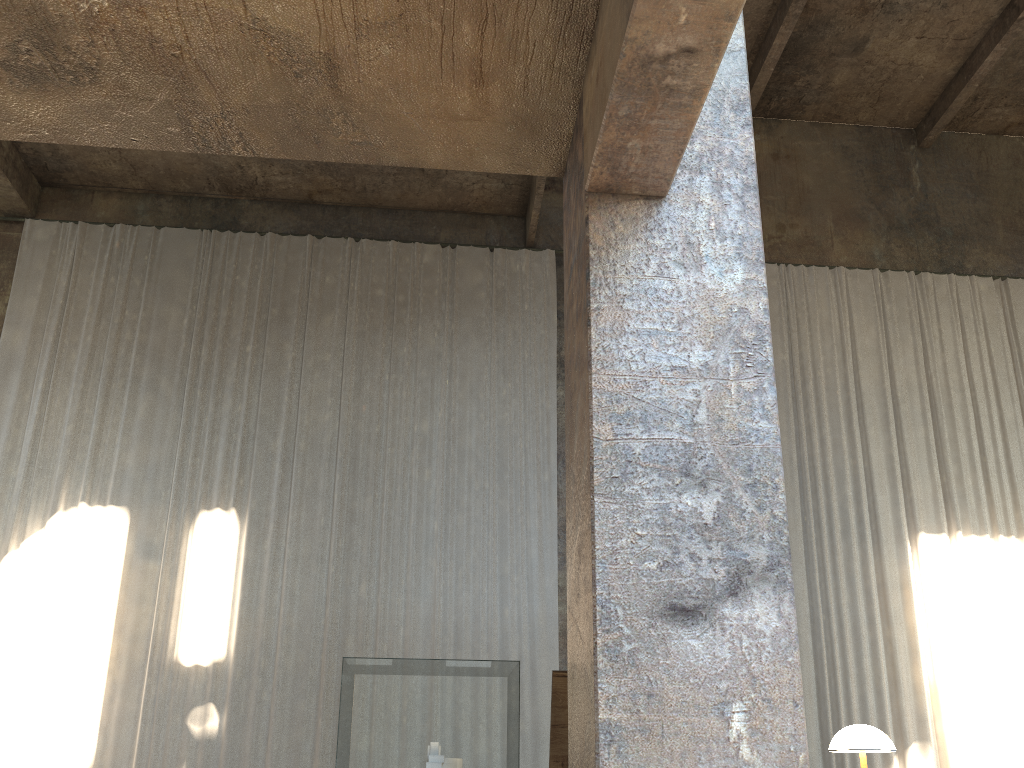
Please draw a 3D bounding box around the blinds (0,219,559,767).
[{"bbox_3d":[-3.246,1.730,11.636,7.824,8.294,0.286,2,-18,-4],"label":"blinds"}]

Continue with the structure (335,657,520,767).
[{"bbox_3d":[-0.369,1.986,3.740,0.743,1.483,0.619,2,-19,-5],"label":"structure"}]

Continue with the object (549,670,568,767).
[{"bbox_3d":[0.521,1.788,3.914,0.702,2.057,0.713,2,-19,-6],"label":"object"}]

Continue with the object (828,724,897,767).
[{"bbox_3d":[1.375,1.895,3.189,0.658,1.243,0.595,2,-19,-4],"label":"object"}]

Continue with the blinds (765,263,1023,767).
[{"bbox_3d":[5.369,2.133,12.339,7.824,8.294,0.286,2,-18,-4],"label":"blinds"}]
